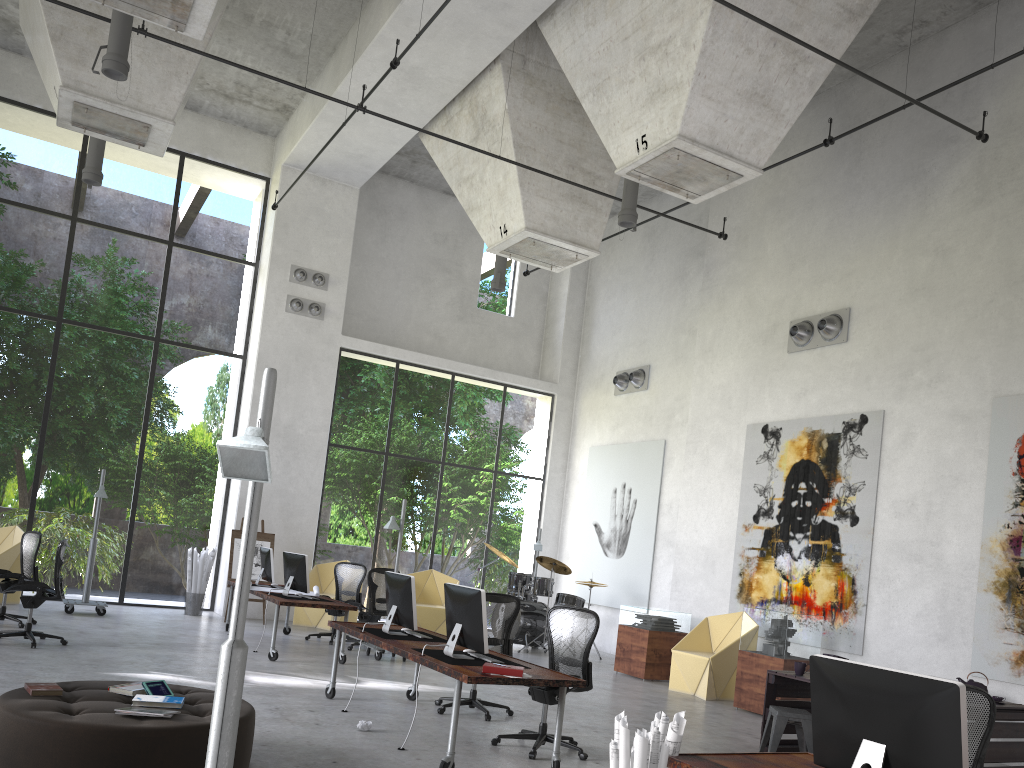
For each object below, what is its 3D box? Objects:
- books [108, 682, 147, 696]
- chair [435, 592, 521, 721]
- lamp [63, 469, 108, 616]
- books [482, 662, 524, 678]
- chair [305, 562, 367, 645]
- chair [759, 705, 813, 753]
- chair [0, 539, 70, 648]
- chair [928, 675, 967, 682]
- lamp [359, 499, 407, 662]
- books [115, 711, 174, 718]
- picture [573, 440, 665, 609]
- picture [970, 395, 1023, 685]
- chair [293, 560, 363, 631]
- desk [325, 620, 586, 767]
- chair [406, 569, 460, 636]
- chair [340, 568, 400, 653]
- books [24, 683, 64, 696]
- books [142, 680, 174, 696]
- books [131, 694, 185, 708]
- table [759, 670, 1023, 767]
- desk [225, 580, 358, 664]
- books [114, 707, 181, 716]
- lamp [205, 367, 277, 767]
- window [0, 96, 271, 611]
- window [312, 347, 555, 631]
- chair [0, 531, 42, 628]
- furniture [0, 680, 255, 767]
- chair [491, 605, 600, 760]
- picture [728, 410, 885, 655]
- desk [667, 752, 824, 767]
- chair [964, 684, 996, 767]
[{"bbox_3d":[-2.446,1.984,5.718,0.197,0.034,0.290,3,-11,18],"label":"books"},{"bbox_3d":[-0.353,2.593,8.522,0.781,1.173,0.791,12,-8,-44],"label":"chair"},{"bbox_3d":[-6.187,2.325,12.995,0.584,2.132,0.597,9,-4,-28],"label":"lamp"},{"bbox_3d":[-0.058,2.008,6.172,0.285,0.051,0.206,6,-11,4],"label":"books"},{"bbox_3d":[-2.540,3.218,12.964,0.768,1.173,0.804,5,-6,11],"label":"chair"},{"bbox_3d":[2.394,3.069,7.598,0.419,0.484,0.444,6,-7,7],"label":"chair"},{"bbox_3d":[-5.251,2.261,9.663,0.802,1.173,0.770,11,-7,-39],"label":"chair"},{"bbox_3d":[4.153,3.324,8.682,0.783,0.811,0.693,13,-9,-43],"label":"chair"},{"bbox_3d":[-1.569,2.614,11.807,0.601,2.132,0.580,9,-4,-28],"label":"lamp"},{"bbox_3d":[-2.130,1.915,5.111,0.301,0.031,0.222,9,-11,-13],"label":"books"},{"bbox_3d":[1.924,2.592,16.178,0.020,2.988,2.346,8,-6,-28],"label":"picture"},{"bbox_3d":[5.618,1.508,8.526,0.020,2.989,2.226,8,-6,-28],"label":"picture"},{"bbox_3d":[-3.107,3.561,14.951,0.976,1.157,0.950,4,-7,21],"label":"chair"},{"bbox_3d":[-0.680,2.567,7.390,0.983,0.715,3.149,11,-11,-27],"label":"desk"},{"bbox_3d":[-1.419,3.812,15.252,0.982,1.157,0.944,7,-6,-8],"label":"chair"},{"bbox_3d":[-2.027,3.186,12.506,0.789,1.173,0.783,4,-6,26],"label":"chair"},{"bbox_3d":[-2.892,1.884,5.423,0.177,0.032,0.255,14,-13,-36],"label":"books"},{"bbox_3d":[-2.280,1.975,5.658,0.146,0.102,0.204,14,-12,-42],"label":"books"},{"bbox_3d":[-2.177,1.956,5.414,0.286,0.033,0.200,9,-11,-15],"label":"books"},{"bbox_3d":[3.300,3.026,7.598,1.520,0.786,1.610,11,-11,-28],"label":"table"},{"bbox_3d":[-3.069,3.163,11.806,0.983,0.715,3.149,11,-11,-27],"label":"desk"},{"bbox_3d":[-2.127,1.913,5.137,0.300,0.039,0.224,5,-11,7],"label":"books"},{"bbox_3d":[-1.034,0.998,3.262,0.580,2.132,0.601,7,-4,-3],"label":"lamp"},{"bbox_3d":[-7.389,-0.418,14.204,6.018,7.774,0.067,10,-4,-28],"label":"window"},{"bbox_3d":[-1.392,2.182,16.675,4.606,4.845,0.020,10,-5,-28],"label":"window"},{"bbox_3d":[-6.244,2.396,10.923,0.767,1.173,0.805,4,-6,26],"label":"chair"},{"bbox_3d":[-2.390,2.171,5.472,1.521,0.423,1.519,12,-12,-26],"label":"furniture"},{"bbox_3d":[0.333,2.413,7.207,0.767,1.173,0.805,3,-7,31],"label":"chair"},{"bbox_3d":[3.848,1.943,11.759,0.020,2.988,2.364,8,-6,-28],"label":"picture"},{"bbox_3d":[1.809,1.961,2.869,0.973,0.715,3.150,11,-11,-27],"label":"desk"},{"bbox_3d":[2.128,1.979,3.959,0.780,1.173,0.792,11,-7,-39],"label":"chair"}]
